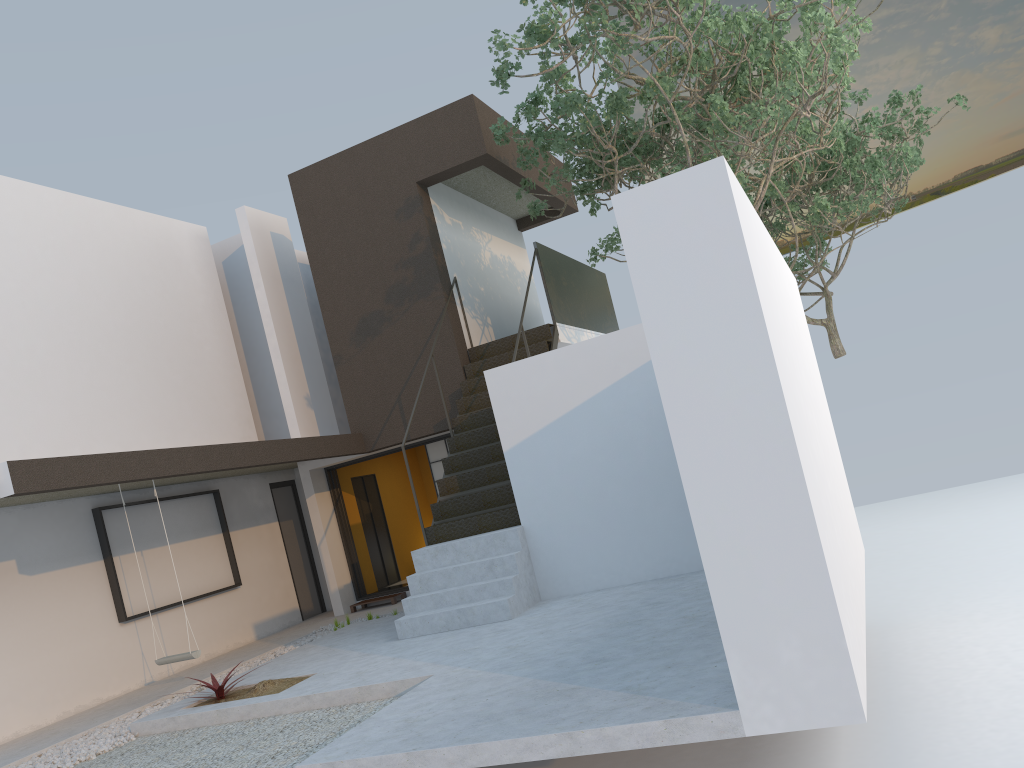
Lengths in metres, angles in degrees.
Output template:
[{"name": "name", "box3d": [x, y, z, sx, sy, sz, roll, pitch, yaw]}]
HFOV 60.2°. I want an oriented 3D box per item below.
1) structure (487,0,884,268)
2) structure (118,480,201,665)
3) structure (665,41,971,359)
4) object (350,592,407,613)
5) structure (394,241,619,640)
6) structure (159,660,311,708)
[{"name": "structure", "box3d": [2.057, -2.490, 9.426, 4.337, 3.693, 5.764, -14, -5, 1]}, {"name": "structure", "box3d": [-3.383, 1.731, 8.392, 0.466, 1.864, 0.128, -14, -1, 22]}, {"name": "structure", "box3d": [4.977, -2.705, 15.310, 5.512, 4.693, 7.325, -14, -5, 1]}, {"name": "object", "box3d": [-1.825, 2.987, 12.078, 0.709, 0.100, 0.348, -16, -6, 22]}, {"name": "structure", "box3d": [0.209, 0.314, 10.935, 1.168, 3.936, 6.520, -14, -4, 21]}, {"name": "structure", "box3d": [-2.261, 2.506, 7.347, 1.213, 0.291, 0.743, -16, -6, 22]}]
